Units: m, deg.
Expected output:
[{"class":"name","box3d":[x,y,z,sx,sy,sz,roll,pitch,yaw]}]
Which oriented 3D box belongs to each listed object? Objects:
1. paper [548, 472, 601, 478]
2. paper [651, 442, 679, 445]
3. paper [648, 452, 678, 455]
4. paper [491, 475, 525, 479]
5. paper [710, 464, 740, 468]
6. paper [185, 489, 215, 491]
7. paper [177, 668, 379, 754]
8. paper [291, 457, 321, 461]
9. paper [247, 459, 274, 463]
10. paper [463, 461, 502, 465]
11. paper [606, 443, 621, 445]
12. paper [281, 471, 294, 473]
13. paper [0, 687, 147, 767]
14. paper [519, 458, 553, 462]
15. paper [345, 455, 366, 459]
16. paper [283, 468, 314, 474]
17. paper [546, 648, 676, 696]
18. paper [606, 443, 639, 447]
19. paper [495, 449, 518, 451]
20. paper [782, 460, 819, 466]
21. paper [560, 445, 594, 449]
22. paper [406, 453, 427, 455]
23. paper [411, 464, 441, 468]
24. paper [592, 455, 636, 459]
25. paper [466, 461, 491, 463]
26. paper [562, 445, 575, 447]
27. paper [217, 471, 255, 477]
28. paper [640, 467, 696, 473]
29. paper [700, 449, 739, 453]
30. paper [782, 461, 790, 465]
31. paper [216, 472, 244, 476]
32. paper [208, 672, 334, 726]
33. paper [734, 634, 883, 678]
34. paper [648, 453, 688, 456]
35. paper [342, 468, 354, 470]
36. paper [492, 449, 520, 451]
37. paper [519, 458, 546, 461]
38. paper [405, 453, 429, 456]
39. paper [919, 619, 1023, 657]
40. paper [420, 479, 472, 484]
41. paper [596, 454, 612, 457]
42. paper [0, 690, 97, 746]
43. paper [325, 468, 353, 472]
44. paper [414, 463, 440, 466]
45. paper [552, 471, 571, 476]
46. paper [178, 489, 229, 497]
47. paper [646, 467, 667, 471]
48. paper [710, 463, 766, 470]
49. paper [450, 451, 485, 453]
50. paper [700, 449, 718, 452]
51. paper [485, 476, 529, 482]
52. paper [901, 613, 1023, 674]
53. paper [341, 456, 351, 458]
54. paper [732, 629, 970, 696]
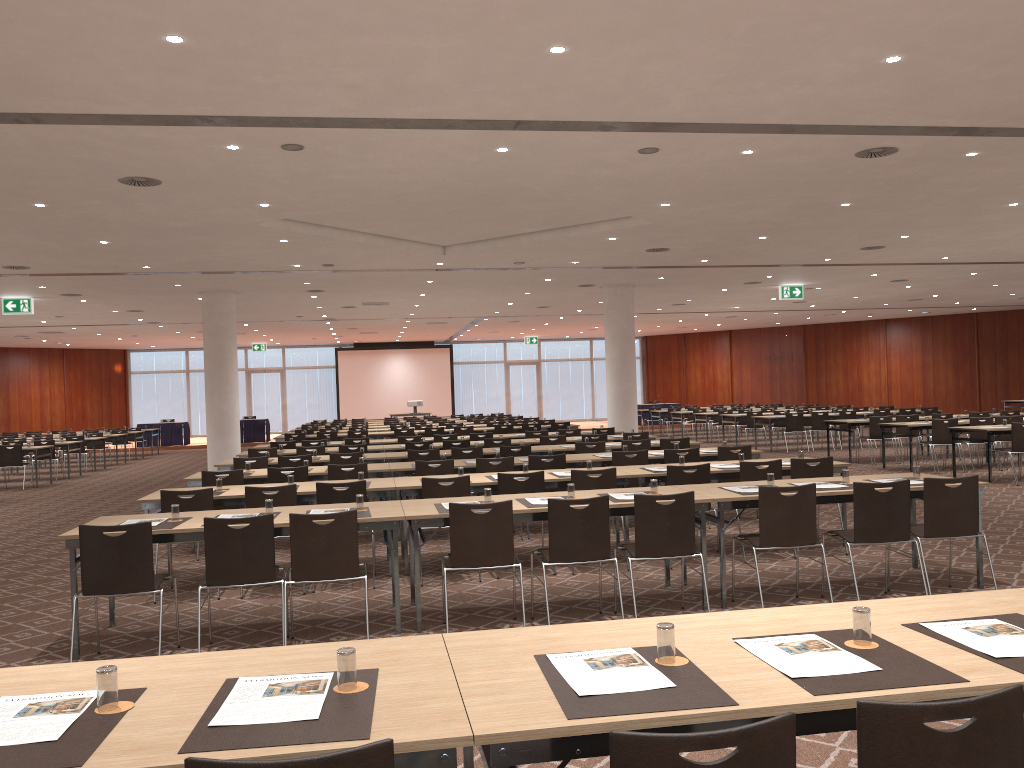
[{"class":"paper","box3d":[0.630,0.892,8.780,0.460,0.003,0.565,-2,0,-10]},{"class":"paper","box3d":[2.221,0.867,13.070,0.460,0.003,0.565,-2,0,-11]},{"class":"paper","box3d":[1.864,0.861,11.053,0.283,0.006,0.398,-2,0,-12]},{"class":"paper","box3d":[-0.041,0.911,8.733,0.283,0.006,0.398,-2,0,-8]},{"class":"paper","box3d":[2.178,0.836,9.078,0.283,0.006,0.398,-2,0,-8]},{"class":"paper","box3d":[-2.951,1.009,8.273,0.283,0.006,0.398,-2,0,-8]},{"class":"paper","box3d":[-0.612,0.890,2.451,0.460,0.003,0.565,-2,0,-6]},{"class":"paper","box3d":[-2.886,1.039,12.258,0.460,0.003,0.565,-2,0,-9]},{"class":"paper","box3d":[-3.517,1.061,12.146,0.460,0.003,0.565,-2,0,-9]},{"class":"paper","box3d":[-0.338,0.939,10.661,0.460,0.003,0.565,-2,0,-7]},{"class":"paper","box3d":[1.526,0.887,13.027,0.283,0.006,0.398,-2,0,-12]},{"class":"paper","box3d":[-2.618,1.012,10.337,0.283,0.006,0.398,-2,0,-10]},{"class":"paper","box3d":[-1.280,0.912,2.338,0.460,0.003,0.565,-2,0,-8]},{"class":"paper","box3d":[0.334,0.916,10.763,0.460,0.003,0.565,-2,0,-7]},{"class":"paper","box3d":[-2.265,1.018,12.354,0.460,0.003,0.565,-2,0,-9]},{"class":"paper","box3d":[-2.570,1.014,10.308,0.460,0.003,0.565,-2,0,-6]},{"class":"paper","box3d":[0.285,0.856,2.658,0.283,0.006,0.398,-2,0,-11]},{"class":"paper","box3d":[1.588,0.889,12.979,0.460,0.003,0.565,-2,0,-10]},{"class":"paper","box3d":[-0.082,0.941,12.774,0.283,0.006,0.398,-2,0,-9]},{"class":"paper","box3d":[2.896,0.816,9.151,0.460,0.003,0.565,-2,0,-6]},{"class":"paper","box3d":[0.969,0.910,12.888,0.460,0.003,0.565,-2,0,-9]},{"class":"paper","box3d":[-1.357,0.984,12.584,0.283,0.006,0.398,-2,0,-8]},{"class":"paper","box3d":[-0.960,0.960,10.539,0.460,0.003,0.565,-2,0,-8]},{"class":"paper","box3d":[1.278,0.885,10.906,0.460,0.003,0.565,-2,0,-10]},{"class":"paper","box3d":[-0.395,0.937,10.697,0.283,0.006,0.398,-2,0,-10]},{"class":"paper","box3d":[0.891,0.909,12.927,0.283,0.006,0.398,-2,0,-10]},{"class":"paper","box3d":[-3.209,1.036,10.154,0.460,0.003,0.565,-2,0,-10]},{"class":"paper","box3d":[1.577,0.860,8.931,0.460,0.003,0.565,-2,0,-7]},{"class":"paper","box3d":[2.580,0.841,11.127,0.460,0.003,0.565,-2,0,-6]},{"class":"paper","box3d":[2.824,0.814,9.191,0.283,0.006,0.398,-2,0,-9]},{"class":"paper","box3d":[-3.257,1.034,10.228,0.283,0.006,0.398,-2,0,-7]},{"class":"paper","box3d":[-0.670,0.888,2.518,0.283,0.006,0.398,-2,0,-6]},{"class":"paper","box3d":[0.902,0.835,2.743,0.283,0.006,0.398,-2,0,-10]},{"class":"paper","box3d":[1.923,0.863,11.010,0.460,0.003,0.565,-2,0,-8]},{"class":"paper","box3d":[-1.980,0.991,10.437,0.283,0.006,0.398,-2,0,-12]},{"class":"paper","box3d":[-0.018,0.943,12.720,0.460,0.003,0.565,-2,0,-11]},{"class":"paper","box3d":[0.245,0.916,10.784,0.283,0.006,0.398,-2,0,-10]},{"class":"paper","box3d":[-1.272,0.985,12.516,0.460,0.003,0.565,-2,0,-8]},{"class":"paper","box3d":[1.557,0.813,2.854,0.283,0.006,0.398,-2,0,-7]},{"class":"paper","box3d":[-0.644,0.935,8.557,0.460,0.003,0.565,-2,0,-9]},{"class":"paper","box3d":[1.202,0.884,10.961,0.283,0.006,0.398,-2,0,-8]},{"class":"paper","box3d":[-1.324,0.910,2.424,0.283,0.006,0.398,-2,0,-9]},{"class":"paper","box3d":[-1.940,0.993,10.385,0.460,0.003,0.565,-2,0,-8]},{"class":"paper","box3d":[-1.016,0.958,10.611,0.283,0.006,0.398,-2,0,-10]},{"class":"paper","box3d":[0.577,0.890,8.837,0.283,0.006,0.398,-2,0,-9]},{"class":"paper","box3d":[-2.898,1.011,8.213,0.460,0.003,0.565,-2,0,-7]},{"class":"paper","box3d":[1.532,0.858,8.975,0.283,0.006,0.398,-2,0,-9]},{"class":"paper","box3d":[2.256,0.837,9.022,0.460,0.003,0.565,-2,0,-10]},{"class":"paper","box3d":[-0.635,0.963,12.595,0.460,0.003,0.565,-2,0,-9]},{"class":"paper","box3d":[2.507,0.840,11.170,0.283,0.006,0.398,-2,0,-12]},{"class":"paper","box3d":[0.000,0.913,8.668,0.460,0.003,0.565,-2,0,-10]},{"class":"paper","box3d":[1.617,0.815,2.814,0.460,0.003,0.565,-2,0,-11]},{"class":"paper","box3d":[-2.311,1.016,12.393,0.283,0.006,0.398,-2,0,-8]},{"class":"paper","box3d":[1.001,0.835,2.703,0.460,0.003,0.565,-2,0,-8]}]
